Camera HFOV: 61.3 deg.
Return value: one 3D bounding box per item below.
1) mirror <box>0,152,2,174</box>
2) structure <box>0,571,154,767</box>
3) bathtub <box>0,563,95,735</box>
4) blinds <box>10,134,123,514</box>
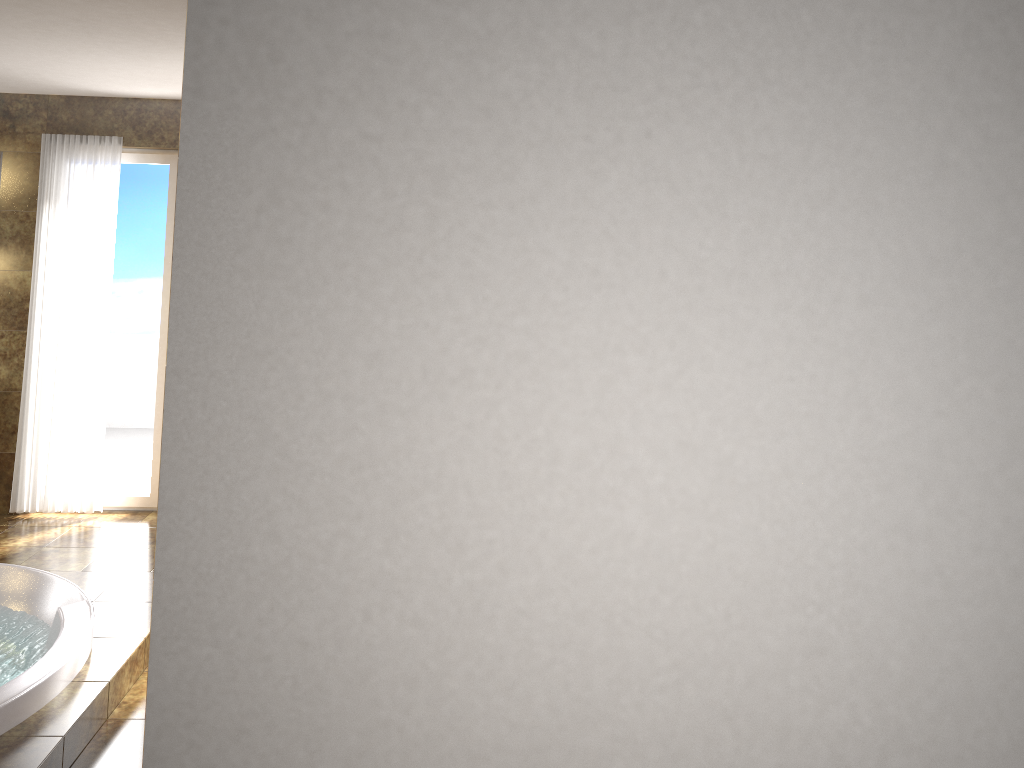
[{"bbox_3d":[-3.483,-0.868,5.165,0.767,1.092,0.008,2,-4,-3],"label":"mirror"},{"bbox_3d":[-2.383,1.062,2.911,2.003,0.124,2.023,1,9,-3],"label":"structure"},{"bbox_3d":[-2.384,1.054,2.910,1.758,0.521,1.757,6,9,28],"label":"bathtub"},{"bbox_3d":[-2.636,-0.376,5.142,0.519,2.265,0.067,2,-4,-3],"label":"blinds"}]
